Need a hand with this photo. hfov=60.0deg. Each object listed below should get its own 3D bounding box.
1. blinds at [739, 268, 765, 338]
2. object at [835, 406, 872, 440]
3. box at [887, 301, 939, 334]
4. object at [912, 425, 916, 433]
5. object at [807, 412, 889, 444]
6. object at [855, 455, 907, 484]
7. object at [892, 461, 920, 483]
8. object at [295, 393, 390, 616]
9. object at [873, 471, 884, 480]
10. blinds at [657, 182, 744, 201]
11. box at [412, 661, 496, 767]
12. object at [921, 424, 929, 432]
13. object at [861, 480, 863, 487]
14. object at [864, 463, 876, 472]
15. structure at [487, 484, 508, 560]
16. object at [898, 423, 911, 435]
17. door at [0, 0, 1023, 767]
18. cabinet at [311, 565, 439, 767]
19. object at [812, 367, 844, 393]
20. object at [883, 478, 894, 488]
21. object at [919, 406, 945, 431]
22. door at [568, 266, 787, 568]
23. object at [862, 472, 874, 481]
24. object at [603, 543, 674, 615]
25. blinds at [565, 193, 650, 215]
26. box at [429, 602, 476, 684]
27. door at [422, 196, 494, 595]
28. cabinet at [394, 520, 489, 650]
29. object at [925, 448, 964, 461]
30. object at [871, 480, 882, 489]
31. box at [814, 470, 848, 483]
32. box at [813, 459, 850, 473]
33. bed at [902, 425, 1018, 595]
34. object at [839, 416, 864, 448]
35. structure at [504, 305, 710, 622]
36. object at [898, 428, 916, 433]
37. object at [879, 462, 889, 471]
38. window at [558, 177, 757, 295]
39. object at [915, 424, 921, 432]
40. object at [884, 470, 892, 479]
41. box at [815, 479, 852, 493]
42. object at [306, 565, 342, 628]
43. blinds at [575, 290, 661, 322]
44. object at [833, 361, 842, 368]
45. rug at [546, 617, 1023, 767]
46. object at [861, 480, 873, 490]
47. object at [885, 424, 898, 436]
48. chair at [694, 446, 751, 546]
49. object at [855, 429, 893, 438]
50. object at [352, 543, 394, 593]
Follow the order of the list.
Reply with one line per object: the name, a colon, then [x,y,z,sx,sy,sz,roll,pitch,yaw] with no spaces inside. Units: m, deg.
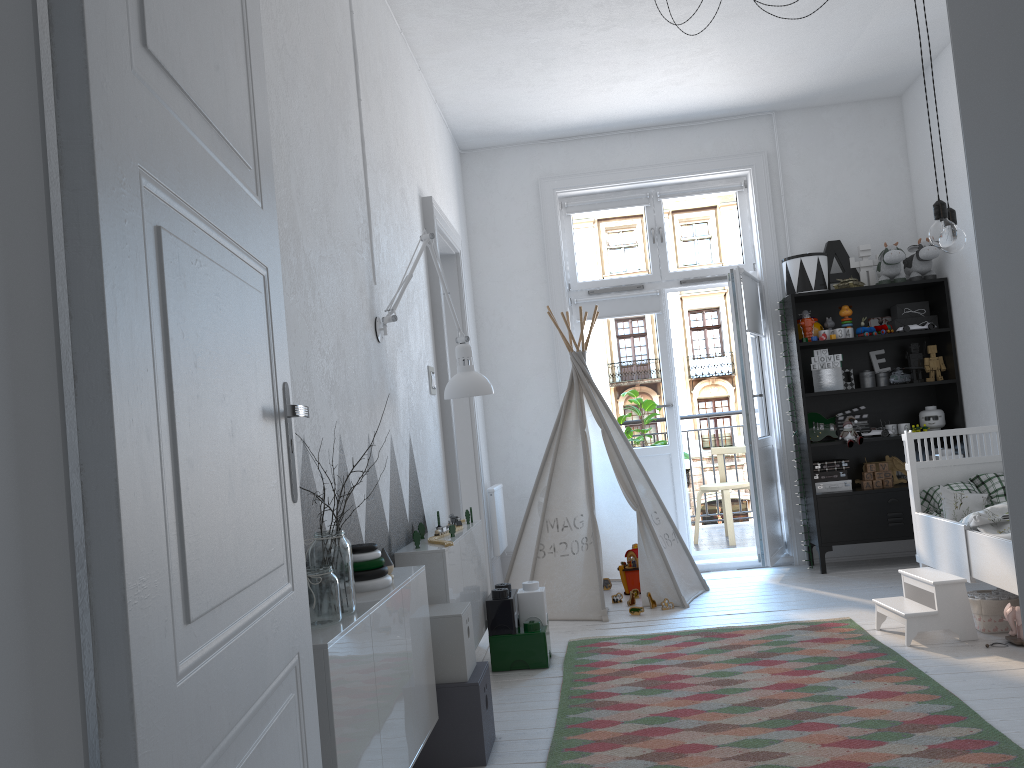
blinds: [1.514,-0.501,5.567,0.032,0.390,0.565,-7,-3,25]
object: [2.122,0.241,5.521,0.201,0.199,0.048,-6,-3,5]
box: [2.468,-0.403,5.464,0.251,0.189,0.179,-6,-3,5]
object: [2.393,0.272,5.283,0.042,0.054,0.031,-3,-4,-35]
object: [2.087,0.277,5.550,0.542,0.239,0.093,-6,-3,6]
object: [2.285,0.535,5.460,0.337,0.186,0.111,-7,-3,20]
object: [2.447,0.552,5.534,0.347,0.120,0.034,-6,-3,5]
object: [-0.392,0.271,1.967,0.258,0.484,0.406,-6,-3,3]
object: [2.204,0.551,5.333,0.050,0.050,0.050,-6,-3,5]
blinds: [1.255,-1.285,5.908,0.565,0.060,0.032,-6,-3,5]
box: [-0.203,1.053,2.818,0.254,0.259,0.251,-6,-3,5]
object: [2.468,0.266,5.299,0.031,0.054,0.042,-3,-4,-40]
object: [2.155,0.609,5.390,0.050,0.050,0.050,-6,-3,5]
object: [2.162,0.506,5.351,0.050,0.050,0.050,-6,-3,5]
structure: [-0.081,0.857,5.500,0.075,0.460,0.636,-5,-3,2]
object: [2.362,0.272,5.339,0.067,0.067,0.067,-6,-3,19]
door: [0.005,-0.038,1.030,1.022,2.176,1.041,-6,-3,5]
cabinet: [-0.375,0.752,2.166,0.183,0.454,0.970,-6,-3,5]
object: [1.922,-0.022,5.396,0.170,0.138,0.124,-7,-3,20]
object: [2.260,0.595,5.326,0.050,0.050,0.050,-8,-4,35]
object: [2.547,0.215,5.375,0.139,0.162,0.139,-4,-3,-20]
door: [1.055,0.239,5.635,1.264,1.838,0.637,-6,-3,7]
object: [2.150,0.557,5.358,0.050,0.050,0.050,-6,-3,5]
object: [0.737,1.072,5.007,0.385,0.283,0.857,-5,-3,-3]
blinds: [0.641,-1.210,5.963,0.565,0.087,0.032,-6,-3,5]
box: [-0.235,0.823,2.823,0.202,0.205,0.199,-6,-3,5]
door: [-0.409,0.230,4.935,0.505,2.176,1.466,-5,-3,-10]
cabinet: [-0.250,0.818,3.485,0.183,0.454,0.970,-6,-3,5]
object: [2.608,0.488,5.344,0.132,0.199,0.267,-6,-3,5]
object: [2.193,0.602,5.332,0.050,0.050,0.050,-6,-3,10]
box: [1.929,0.565,5.448,0.215,0.062,0.179,-6,-3,5]
box: [1.942,0.502,5.451,0.215,0.062,0.179,-6,-3,5]
bed: [2.207,0.577,3.645,0.670,0.832,1.404,-6,-3,5]
object: [2.012,0.283,5.262,0.110,0.186,0.129,-5,-3,-8]
structure: [0.439,0.380,5.153,1.143,1.749,1.144,-4,-3,-19]
object: [2.423,0.291,5.491,0.163,0.034,0.069,-6,-3,5]
object: [2.241,0.498,5.346,0.050,0.050,0.050,-7,-3,25]
window: [0.969,-0.992,5.943,1.263,0.660,0.101,-6,-3,5]
object: [2.440,0.270,5.332,0.042,0.054,0.031,-6,-3,5]
object: [2.260,0.547,5.355,0.050,0.050,0.050,-6,-3,5]
box: [1.953,0.624,5.443,0.215,0.062,0.179,-6,-3,5]
object: [-0.415,0.451,1.887,0.091,0.121,0.098,-8,-4,43]
blinds: [0.707,-0.520,5.928,0.565,0.158,0.032,-6,-3,5]
object: [1.960,-0.117,5.345,0.040,0.040,0.040,-8,-4,35]
rug: [0.810,1.091,3.140,1.320,0.016,2.029,-6,-3,5]
object: [2.135,0.607,5.337,0.050,0.050,0.050,-6,-3,5]
object: [2.308,0.280,5.391,0.067,0.067,0.067,-6,-3,19]
chair: [1.658,0.847,6.834,0.498,0.715,0.437,-3,-4,-40]
object: [2.180,0.300,5.363,0.231,0.048,0.098,-7,-4,30]
object: [-0.396,0.482,2.366,0.148,0.113,0.231,-5,-3,-5]
